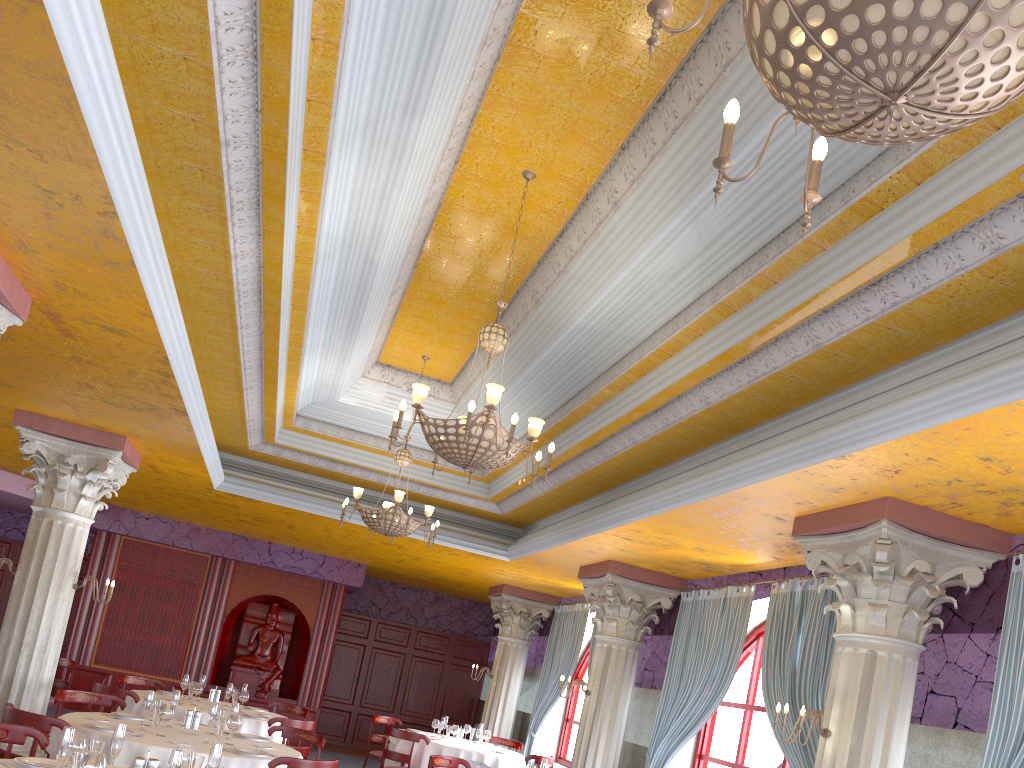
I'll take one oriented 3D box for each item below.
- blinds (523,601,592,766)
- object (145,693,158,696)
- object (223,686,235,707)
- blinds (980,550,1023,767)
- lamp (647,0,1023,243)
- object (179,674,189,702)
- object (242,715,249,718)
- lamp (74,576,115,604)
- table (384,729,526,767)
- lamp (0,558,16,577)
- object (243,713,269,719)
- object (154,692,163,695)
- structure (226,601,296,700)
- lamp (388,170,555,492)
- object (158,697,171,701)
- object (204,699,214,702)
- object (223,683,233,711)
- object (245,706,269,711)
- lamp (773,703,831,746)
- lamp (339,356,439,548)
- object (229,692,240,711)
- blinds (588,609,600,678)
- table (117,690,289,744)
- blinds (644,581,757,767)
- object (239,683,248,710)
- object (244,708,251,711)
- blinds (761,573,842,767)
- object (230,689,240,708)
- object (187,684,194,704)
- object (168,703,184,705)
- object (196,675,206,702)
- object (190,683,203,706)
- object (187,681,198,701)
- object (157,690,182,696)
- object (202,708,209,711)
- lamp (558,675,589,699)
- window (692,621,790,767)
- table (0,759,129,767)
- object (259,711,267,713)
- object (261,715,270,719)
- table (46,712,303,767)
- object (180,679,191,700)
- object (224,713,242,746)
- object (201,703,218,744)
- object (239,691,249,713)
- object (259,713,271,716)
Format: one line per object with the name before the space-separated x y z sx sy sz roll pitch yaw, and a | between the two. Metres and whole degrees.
blinds | 0.635 5.278 14.044 0.248 3.407 1.744 13 -8 -11
object | -4.350 3.745 10.324 0.157 0.009 0.168 -2 -23 34
object | -3.608 3.980 10.925 0.125 0.256 0.123 15 -8 -22
blinds | 3.252 2.566 4.908 0.248 3.407 1.744 13 -8 -11
lamp | 1.007 -1.574 1.887 0.945 2.107 1.006 7 -9 31
object | -3.935 3.646 10.273 0.073 0.325 0.077 9 -6 22
object | -3.140 3.874 10.000 0.230 0.013 0.029 0 -20 30
lamp | -4.446 2.186 9.123 0.394 0.264 0.346 19 -16 -26
table | -0.890 5.782 12.678 2.111 0.920 2.169 15 -17 -12
lamp | -5.360 1.931 8.927 0.394 0.264 0.346 19 -16 -26
object | -3.035 3.943 10.148 0.318 0.023 0.325 16 -20 -13
object | -4.425 3.858 10.699 0.255 0.019 0.058 -2 -22 34
structure | -4.702 4.960 16.093 0.980 1.789 0.652 14 -7 -14
lamp | -0.095 -0.432 5.733 0.945 2.107 1.006 7 -9 31
object | -4.053 3.632 9.857 0.318 0.023 0.325 16 -20 -13
object | -3.941 4.130 11.173 0.157 0.009 0.169 2 -21 25
object | -3.402 3.749 10.257 0.073 0.325 0.077 9 -6 22
object | -3.338 4.250 11.189 0.326 0.023 0.317 24 -23 -32
lamp | 2.058 2.434 6.094 0.394 0.264 0.346 19 -16 -26
lamp | -1.179 0.691 9.518 0.945 2.107 1.006 7 -9 31
object | -3.358 3.847 10.368 0.085 0.230 0.089 10 -7 11
blinds | 1.188 4.705 12.114 0.248 3.407 1.739 13 -8 -13
table | -3.795 4.412 10.484 2.111 0.920 2.169 15 -17 -12
blinds | 1.928 3.937 9.528 0.248 3.407 1.744 13 -8 -11
object | -3.395 3.943 10.799 0.073 0.325 0.077 9 -6 22
object | -3.404 4.177 10.999 0.137 0.010 0.031 -1 -22 32
blinds | 2.481 3.364 7.598 0.248 3.407 1.739 13 -8 -13
object | -3.519 3.986 10.851 0.087 0.230 0.087 13 -7 -11
object | -3.830 3.696 10.213 0.089 0.230 0.085 16 -8 -34
object | -3.857 3.648 9.785 0.054 0.019 0.272 0 -22 33
object | -3.928 3.840 10.815 0.073 0.325 0.077 9 -6 22
object | -3.736 3.676 10.142 0.125 0.256 0.123 15 -8 -22
object | -3.991 3.835 10.696 0.085 0.230 0.089 10 -7 11
object | -4.356 3.940 10.898 0.310 0.023 0.333 2 -21 25
object | -3.507 3.764 9.893 0.161 0.009 0.165 16 -20 -13
lamp | 0.756 3.783 10.640 0.394 0.264 0.346 19 -16 -26
window | 2.875 3.522 8.740 0.162 2.449 3.690 13 -15 -12
table | -2.039 2.592 4.354 2.111 0.920 2.169 15 -17 -12
object | -3.192 4.247 11.079 0.027 0.013 0.247 2 -21 29
object | -2.967 4.029 10.347 0.255 0.019 0.058 -2 -22 34
table | -2.881 3.465 7.295 2.111 0.920 2.169 15 -17 -12
object | -4.058 3.775 10.605 0.125 0.256 0.123 15 -8 -22
object | -2.372 2.935 7.272 0.121 0.256 0.128 4 -11 44
object | -2.488 2.802 7.067 0.073 0.325 0.077 9 -6 22
object | -3.286 3.881 10.461 0.125 0.256 0.123 15 -8 -22
object | -3.098 4.148 10.742 0.161 0.009 0.165 16 -20 -13
